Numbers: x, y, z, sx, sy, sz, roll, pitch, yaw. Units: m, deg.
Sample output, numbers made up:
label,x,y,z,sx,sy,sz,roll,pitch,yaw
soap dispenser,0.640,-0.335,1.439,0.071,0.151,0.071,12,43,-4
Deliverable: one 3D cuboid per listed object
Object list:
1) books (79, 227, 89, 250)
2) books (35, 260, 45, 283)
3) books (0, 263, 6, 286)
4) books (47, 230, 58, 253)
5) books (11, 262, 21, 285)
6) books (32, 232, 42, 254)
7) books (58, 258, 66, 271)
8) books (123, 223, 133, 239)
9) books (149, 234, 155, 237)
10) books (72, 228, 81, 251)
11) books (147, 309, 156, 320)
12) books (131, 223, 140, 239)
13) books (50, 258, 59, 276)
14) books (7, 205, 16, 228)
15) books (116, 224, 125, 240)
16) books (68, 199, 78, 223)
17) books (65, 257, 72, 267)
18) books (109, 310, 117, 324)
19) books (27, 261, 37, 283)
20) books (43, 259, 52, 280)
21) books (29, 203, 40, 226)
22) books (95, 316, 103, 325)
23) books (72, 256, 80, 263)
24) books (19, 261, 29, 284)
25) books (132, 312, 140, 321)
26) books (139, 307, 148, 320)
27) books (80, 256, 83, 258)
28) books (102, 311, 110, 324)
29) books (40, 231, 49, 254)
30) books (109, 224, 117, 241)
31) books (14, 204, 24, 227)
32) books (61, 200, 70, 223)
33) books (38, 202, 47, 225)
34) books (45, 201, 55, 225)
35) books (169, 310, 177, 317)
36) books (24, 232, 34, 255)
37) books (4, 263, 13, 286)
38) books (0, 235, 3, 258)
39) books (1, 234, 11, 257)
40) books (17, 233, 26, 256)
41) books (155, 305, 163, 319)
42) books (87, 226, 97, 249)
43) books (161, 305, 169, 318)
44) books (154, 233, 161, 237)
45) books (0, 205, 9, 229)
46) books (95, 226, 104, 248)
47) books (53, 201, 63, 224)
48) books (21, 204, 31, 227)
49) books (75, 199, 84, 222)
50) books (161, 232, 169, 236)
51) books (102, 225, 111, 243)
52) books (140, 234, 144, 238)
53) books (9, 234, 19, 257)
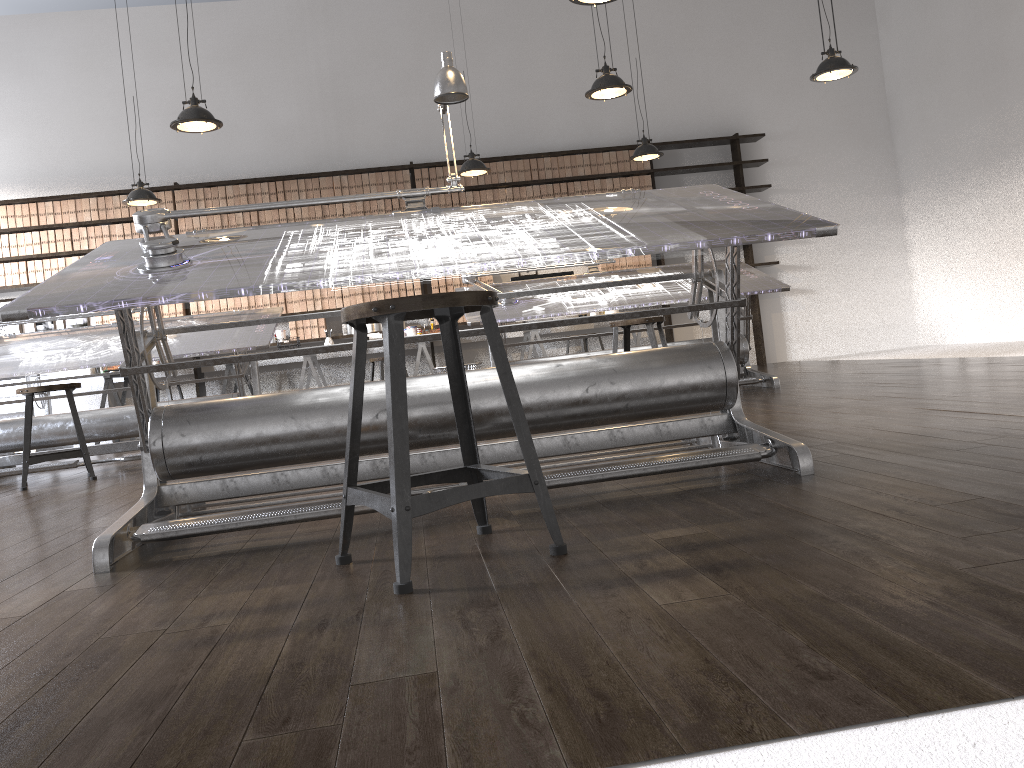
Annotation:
label,x,y,z,sx,sy,sz,roll,pitch,yaw
books,-4.145,-1.403,8.636,0.067,0.226,0.174,-6,0,-7
books,-4.541,-1.078,8.578,0.067,0.226,0.174,-6,0,-7
books,-4.885,-1.037,8.534,0.067,0.226,0.174,-6,0,-7
books,-4.437,-1.368,8.603,0.067,0.226,0.174,-6,0,-7
books,-4.759,-1.053,8.556,0.067,0.226,0.174,-6,0,-7
books,-4.570,-1.352,8.582,0.067,0.226,0.174,-6,0,-7
books,-4.335,-1.103,8.601,0.067,0.226,0.174,-6,0,-7
books,-3.739,-1.452,8.685,0.067,0.226,0.174,-6,0,-7
books,-3.532,-1.476,8.710,0.067,0.226,0.174,-6,0,-7
books,-4.215,-1.395,8.632,0.067,0.226,0.174,-6,0,-7
books,-3.514,-0.656,8.682,0.067,0.226,0.174,-6,0,-7
books,-3.670,-1.460,8.698,0.067,0.226,0.174,-6,0,-7
books,-4.402,-1.095,8.599,0.067,0.226,0.174,-6,0,-7
books,-4.802,-1.604,8.564,0.067,0.226,0.174,-6,0,-7
books,-3.810,-1.443,8.678,0.067,0.226,0.174,-6,0,-7
books,-4.251,-1.670,8.632,0.067,0.226,0.174,-6,0,-7
books,-4.269,-1.111,8.614,0.067,0.226,0.174,-6,0,-7
books,-3.864,-0.614,8.642,0.067,0.226,0.174,-6,0,-7
books,-4.612,-1.070,8.574,0.067,0.226,0.174,-6,0,-7
books,-4.472,-1.087,8.591,0.067,0.226,0.174,-6,0,-7
books,-4.602,-1.628,8.590,0.067,0.226,0.174,-6,0,-7
books,-3.992,-0.599,8.624,0.067,0.226,0.174,-6,0,-7
books,-4.207,-1.118,8.620,0.067,0.226,0.174,-6,0,-7
books,-4.685,-1.061,8.559,0.067,0.226,0.174,-6,0,-7
books,-3.655,-0.640,8.672,0.067,0.226,0.174,-6,0,-7
books,-3.586,-0.648,8.676,0.067,0.226,0.174,-6,0,-7
books,-4.135,-1.127,8.627,0.067,0.226,0.174,-6,0,-7
books,-3.926,-0.607,8.636,0.067,0.226,0.174,-6,0,-7
books,-4.499,-1.361,8.591,0.067,0.226,0.174,-6,0,-7
books,-3.873,-1.436,8.672,0.067,0.226,0.174,-6,0,-7
books,-4.740,-1.611,8.576,0.067,0.226,0.174,-6,0,-7
books,-4.319,-1.662,8.629,0.067,0.226,0.174,-6,0,-7
books,-4.529,-1.637,8.604,0.067,0.226,0.174,-6,0,-7
books,-4.458,-1.645,8.608,0.067,0.226,0.174,-6,0,-7
books,-3.316,-0.680,8.713,0.067,0.226,0.174,-6,0,-7
books,-4.642,-1.344,8.577,0.067,0.226,0.174,-6,0,-7
books,-4.823,-1.045,8.546,0.067,0.226,0.174,-6,0,-7
books,-4.920,-1.310,8.543,0.067,0.226,0.174,-6,0,-7
books,-4.849,-1.319,8.550,0.067,0.226,0.174,-6,0,-7
books,-4.711,-1.336,8.572,0.067,0.226,0.174,-6,0,-7
books,-3.443,-0.665,8.690,0.067,0.226,0.174,-6,0,-7
books,-4.075,-1.412,8.649,0.067,0.226,0.174,-6,0,-7
books,-3.381,-0.672,8.702,0.067,0.226,0.174,-6,0,-7
books,-3.466,-1.484,8.722,0.067,0.226,0.174,-6,0,-7
books,-4.873,-1.595,8.555,0.067,0.226,0.174,-6,0,-7
books,-4.005,-1.420,8.658,0.067,0.226,0.174,-6,0,-7
books,-4.389,-1.653,8.621,0.067,0.226,0.174,-6,0,-7
books,-4.676,-1.619,8.586,0.067,0.226,0.174,-6,0,-7
books,-4.186,-1.678,8.644,0.067,0.226,0.174,-6,0,-7
books,-3.404,-1.492,8.728,0.067,0.226,0.174,-6,0,-7
books,-3.938,-1.428,8.660,0.067,0.226,0.174,-6,0,-7
books,-3.601,-1.468,8.708,0.067,0.226,0.174,-6,0,-7
books,-4.780,-1.327,8.562,0.067,0.226,0.174,-6,0,-7
